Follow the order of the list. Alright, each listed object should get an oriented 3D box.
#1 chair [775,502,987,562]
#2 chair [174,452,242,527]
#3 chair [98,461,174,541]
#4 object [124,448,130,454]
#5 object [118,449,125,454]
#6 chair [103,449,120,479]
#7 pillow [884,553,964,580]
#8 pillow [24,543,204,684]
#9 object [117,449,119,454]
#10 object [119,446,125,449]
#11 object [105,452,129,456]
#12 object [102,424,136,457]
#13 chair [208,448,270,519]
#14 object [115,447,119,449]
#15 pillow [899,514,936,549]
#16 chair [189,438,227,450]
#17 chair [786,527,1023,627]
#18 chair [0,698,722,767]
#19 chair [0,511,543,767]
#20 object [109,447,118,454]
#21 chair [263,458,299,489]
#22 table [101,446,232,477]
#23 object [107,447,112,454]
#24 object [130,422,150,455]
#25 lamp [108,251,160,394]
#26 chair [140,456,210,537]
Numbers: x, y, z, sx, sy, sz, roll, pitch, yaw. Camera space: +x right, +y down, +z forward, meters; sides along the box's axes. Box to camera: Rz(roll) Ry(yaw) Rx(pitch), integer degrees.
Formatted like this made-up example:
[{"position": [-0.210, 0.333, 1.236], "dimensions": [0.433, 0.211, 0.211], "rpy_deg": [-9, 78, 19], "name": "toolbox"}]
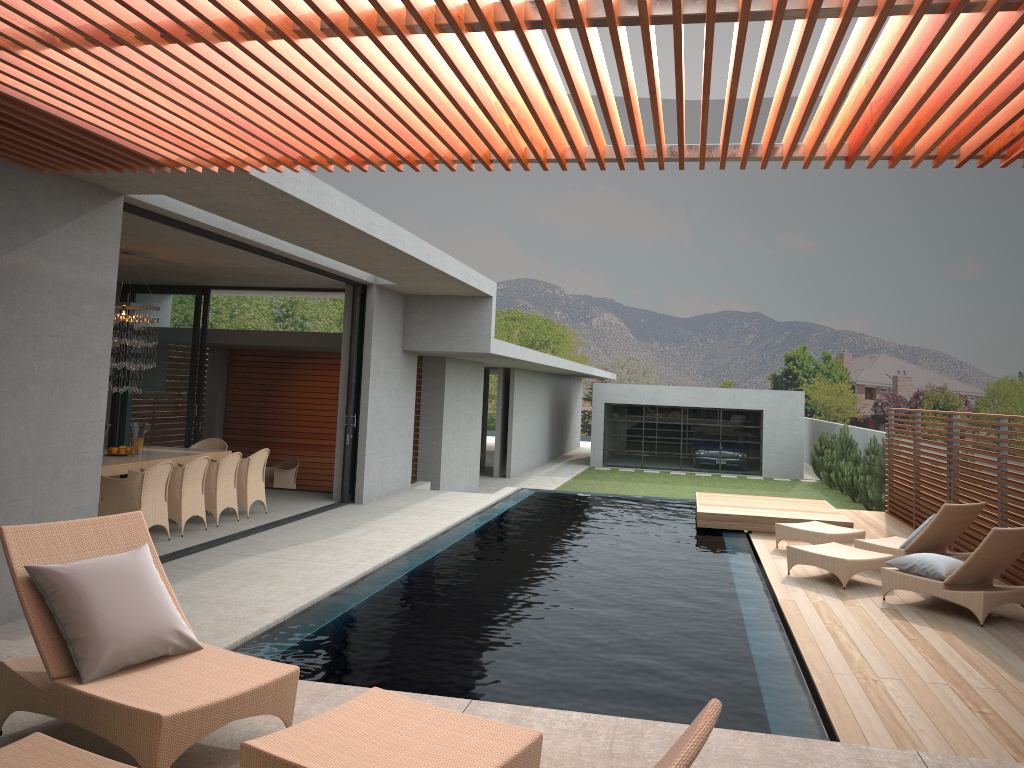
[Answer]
[{"position": [4.095, 1.615, 10.022], "dimensions": [0.698, 0.832, 2.290], "rpy_deg": [4, -2, -30], "name": "chair"}, {"position": [-3.639, 1.241, 10.707], "dimensions": [0.630, 0.869, 0.613], "rpy_deg": [2, -3, 11], "name": "chair"}, {"position": [-3.928, 1.222, 9.264], "dimensions": [0.630, 0.869, 0.613], "rpy_deg": [2, -3, 11], "name": "chair"}, {"position": [-4.657, 0.813, 10.678], "dimensions": [0.087, 0.087, 0.086], "rpy_deg": [2, -3, 2], "name": "object"}, {"position": [-4.684, 0.816, 10.598], "dimensions": [0.080, 0.082, 0.081], "rpy_deg": [0, -3, 40], "name": "object"}, {"position": [-5.646, 1.159, 11.841], "dimensions": [0.630, 0.869, 0.613], "rpy_deg": [2, -3, 11], "name": "chair"}, {"position": [3.848, 1.655, 8.075], "dimensions": [0.593, 0.195, 0.592], "rpy_deg": [3, -1, -32], "name": "pillow"}, {"position": [-1.706, 0.968, 3.816], "dimensions": [0.427, 0.430, 0.605], "rpy_deg": [1, -2, 29], "name": "pillow"}, {"position": [-4.730, 0.820, 10.656], "dimensions": [0.070, 0.071, 0.071], "rpy_deg": [5, -3, -40], "name": "object"}, {"position": [-4.699, 0.770, 10.647], "dimensions": [0.070, 0.048, 0.071], "rpy_deg": [3, -2, -28], "name": "object"}, {"position": [-4.745, 0.848, 10.663], "dimensions": [0.309, 0.034, 0.309], "rpy_deg": [3, 0, -20], "name": "object"}, {"position": [-4.787, 0.668, 10.481], "dimensions": [0.325, 0.389, 0.538], "rpy_deg": [1, -2, 27], "name": "object"}, {"position": [-3.495, 1.250, 11.428], "dimensions": [0.630, 0.869, 0.613], "rpy_deg": [2, -3, 11], "name": "chair"}, {"position": [-4.804, 0.811, 10.728], "dimensions": [0.081, 0.082, 0.080], "rpy_deg": [2, -3, 5], "name": "object"}, {"position": [4.483, 1.559, 9.367], "dimensions": [0.607, 0.430, 0.426], "rpy_deg": [4, -3, -30], "name": "pillow"}, {"position": [-4.420, 1.215, 12.581], "dimensions": [0.617, 0.869, 0.626], "rpy_deg": [2, -3, 11], "name": "chair"}, {"position": [3.719, 1.593, 8.391], "dimensions": [0.698, 0.832, 2.290], "rpy_deg": [4, -2, -29], "name": "chair"}, {"position": [-0.712, 1.073, 2.143], "dimensions": [2.295, 0.833, 0.696], "rpy_deg": [2, -3, 26], "name": "chair"}, {"position": [-1.045, 1.065, 3.428], "dimensions": [2.294, 0.833, 0.696], "rpy_deg": [2, -3, 30], "name": "chair"}, {"position": [-4.770, 0.807, 10.583], "dimensions": [0.094, 0.095, 0.094], "rpy_deg": [2, -3, 1], "name": "object"}, {"position": [-4.328, 1.825, 16.457], "dimensions": [0.617, 0.869, 0.627], "rpy_deg": [-1, -5, 41], "name": "chair"}, {"position": [-4.780, 1.244, 10.551], "dimensions": [1.280, 0.761, 3.242], "rpy_deg": [2, -1, 11], "name": "table"}, {"position": [-4.831, 0.808, 10.650], "dimensions": [0.086, 0.087, 0.087], "rpy_deg": [4, -3, -28], "name": "object"}, {"position": [-4.639, 0.677, 10.984], "dimensions": [0.192, 0.389, 0.191], "rpy_deg": [3, -4, -7], "name": "object"}, {"position": [-4.793, -0.751, 10.876], "dimensions": [0.618, 1.768, 0.615], "rpy_deg": [2, -5, 11], "name": "lamp"}, {"position": [-3.784, 1.231, 9.985], "dimensions": [0.630, 0.869, 0.613], "rpy_deg": [2, -3, 11], "name": "chair"}]
